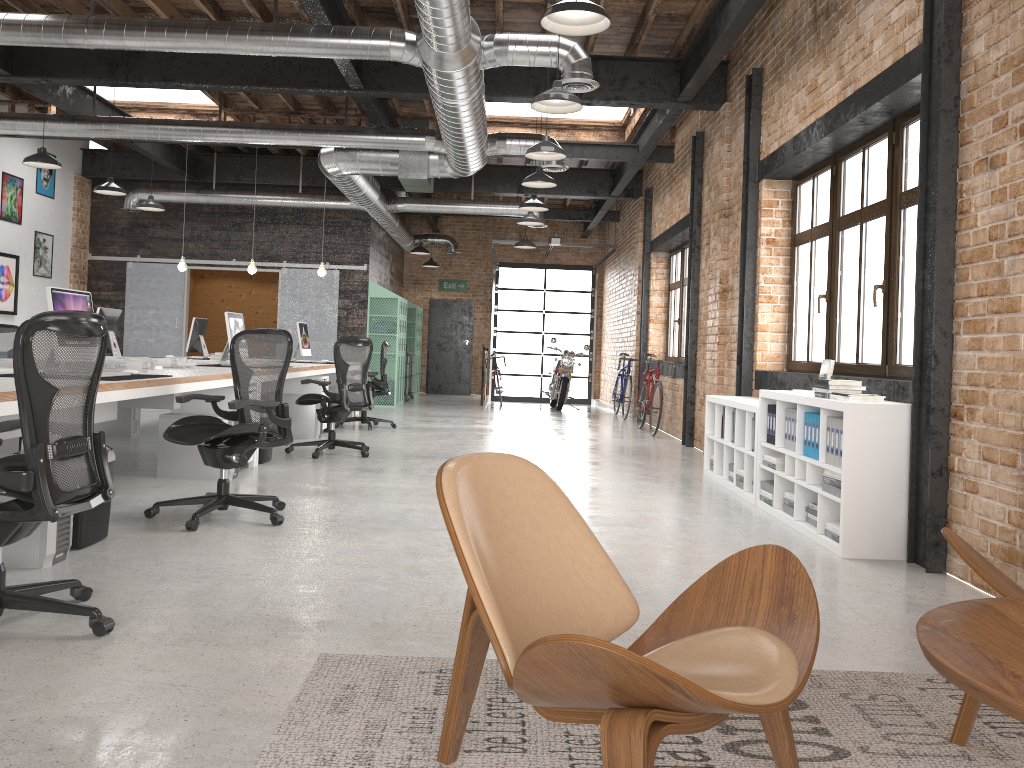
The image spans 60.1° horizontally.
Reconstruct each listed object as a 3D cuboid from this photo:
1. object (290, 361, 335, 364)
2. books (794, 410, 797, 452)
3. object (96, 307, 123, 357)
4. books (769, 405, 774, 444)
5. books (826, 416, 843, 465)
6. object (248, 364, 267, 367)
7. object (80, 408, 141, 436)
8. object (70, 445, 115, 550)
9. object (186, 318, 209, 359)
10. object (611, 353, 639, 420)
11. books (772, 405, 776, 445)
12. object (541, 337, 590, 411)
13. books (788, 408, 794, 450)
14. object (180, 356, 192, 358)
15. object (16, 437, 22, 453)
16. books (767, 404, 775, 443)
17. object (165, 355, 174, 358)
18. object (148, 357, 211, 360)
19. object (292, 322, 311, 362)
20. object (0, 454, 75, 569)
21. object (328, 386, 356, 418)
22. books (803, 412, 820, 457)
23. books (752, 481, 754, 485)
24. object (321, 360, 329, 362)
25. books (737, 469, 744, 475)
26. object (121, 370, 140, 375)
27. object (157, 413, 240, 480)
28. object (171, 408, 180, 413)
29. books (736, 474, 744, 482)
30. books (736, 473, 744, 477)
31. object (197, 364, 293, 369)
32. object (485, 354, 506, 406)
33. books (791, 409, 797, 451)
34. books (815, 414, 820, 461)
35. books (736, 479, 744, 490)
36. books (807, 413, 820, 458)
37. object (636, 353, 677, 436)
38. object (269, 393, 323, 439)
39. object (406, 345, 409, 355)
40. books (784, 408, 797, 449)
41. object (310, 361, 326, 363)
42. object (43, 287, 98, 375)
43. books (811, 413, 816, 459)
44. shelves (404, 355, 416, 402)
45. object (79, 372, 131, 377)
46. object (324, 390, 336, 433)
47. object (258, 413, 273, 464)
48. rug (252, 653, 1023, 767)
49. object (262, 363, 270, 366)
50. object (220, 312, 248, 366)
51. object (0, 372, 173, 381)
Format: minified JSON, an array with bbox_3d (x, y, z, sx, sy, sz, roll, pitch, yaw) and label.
[{"bbox_3d":[-2.482,-0.266,10.906,0.687,0.008,0.848,2,2,-2],"label":"object"},{"bbox_3d":[1.871,0.295,5.468,0.232,0.261,0.062,2,-1,-1],"label":"books"},{"bbox_3d":[-3.736,-0.458,8.200,0.189,0.485,0.484,2,1,-1],"label":"object"},{"bbox_3d":[1.859,0.276,5.959,0.232,0.261,0.062,2,-1,-1],"label":"books"},{"bbox_3d":[1.864,0.316,4.900,0.232,0.261,0.062,2,-1,-1],"label":"books"},{"bbox_3d":[-2.339,-0.170,8.103,0.118,0.017,0.439,2,2,-1],"label":"object"},{"bbox_3d":[-4.114,0.289,9.062,0.544,0.455,0.221,2,0,-1],"label":"object"},{"bbox_3d":[-2.099,0.534,4.274,0.250,0.466,0.338,2,0,-1],"label":"object"},{"bbox_3d":[-3.765,-0.550,10.668,0.189,0.485,0.484,2,1,-1],"label":"object"},{"bbox_3d":[1.781,0.018,14.261,0.401,1.040,1.738,2,1,-6],"label":"object"},{"bbox_3d":[1.859,0.279,5.894,0.232,0.261,0.062,2,-1,-1],"label":"books"},{"bbox_3d":[0.965,-0.185,16.700,0.813,1.360,2.178,2,1,-13],"label":"object"},{"bbox_3d":[1.869,0.290,5.597,0.232,0.261,0.062,2,-1,-1],"label":"books"},{"bbox_3d":[-3.996,-0.326,10.688,0.118,0.017,0.439,2,2,-1],"label":"object"},{"bbox_3d":[-4.234,0.343,7.319,0.250,0.466,0.338,2,0,-1],"label":"object"},{"bbox_3d":[1.858,0.274,6.022,0.232,0.261,0.062,2,-1,-1],"label":"books"},{"bbox_3d":[-3.999,-0.321,10.360,0.106,0.028,0.059,2,2,1],"label":"object"},{"bbox_3d":[-3.889,-0.309,10.668,0.687,0.008,0.848,2,2,-2],"label":"object"},{"bbox_3d":[-2.585,-0.515,10.897,0.189,0.485,0.484,2,1,-1],"label":"object"},{"bbox_3d":[-2.239,0.549,3.895,0.541,0.455,0.221,2,0,-1],"label":"object"},{"bbox_3d":[-2.329,0.260,11.611,0.541,0.455,0.221,2,0,-1],"label":"object"},{"bbox_3d":[1.860,0.302,5.264,0.232,0.261,0.062,2,-1,-1],"label":"books"},{"bbox_3d":[1.839,0.708,6.236,0.222,0.055,0.282,2,2,0],"label":"books"},{"bbox_3d":[-2.368,-0.292,11.198,0.106,0.028,0.059,2,2,-2],"label":"object"},{"bbox_3d":[1.797,0.649,6.529,0.214,0.052,0.252,2,2,-1],"label":"books"},{"bbox_3d":[-2.300,-0.072,5.337,0.106,0.028,0.059,2,2,-2],"label":"object"},{"bbox_3d":[-2.269,0.453,6.459,0.541,0.455,0.221,2,0,-1],"label":"object"},{"bbox_3d":[-4.143,0.196,11.547,0.544,0.455,0.221,2,0,-1],"label":"object"},{"bbox_3d":[1.793,0.693,6.540,0.207,0.067,0.275,2,2,-1],"label":"books"},{"bbox_3d":[1.797,0.667,6.533,0.219,0.039,0.260,2,2,-1],"label":"books"},{"bbox_3d":[-2.450,-0.162,8.139,0.687,0.008,0.848,2,2,-1],"label":"object"},{"bbox_3d":[-0.284,-0.085,17.580,0.410,1.033,1.734,2,1,6],"label":"object"},{"bbox_3d":[1.870,0.293,5.533,0.232,0.261,0.062,2,-1,-1],"label":"books"},{"bbox_3d":[1.862,0.309,5.071,0.232,0.261,0.062,2,-1,-1],"label":"books"},{"bbox_3d":[1.798,0.744,6.547,0.217,0.072,0.289,2,2,-1],"label":"books"},{"bbox_3d":[1.861,0.305,5.200,0.232,0.261,0.062,2,-1,-1],"label":"books"},{"bbox_3d":[1.811,0.114,11.678,0.401,1.040,1.738,2,1,-6],"label":"object"},{"bbox_3d":[-2.304,0.341,9.470,0.541,0.455,0.221,2,0,-1],"label":"object"},{"bbox_3d":[-2.089,-0.653,16.661,0.309,0.262,0.460,2,1,0],"label":"object"},{"bbox_3d":[1.868,0.288,5.661,0.232,0.261,0.062,2,-1,-1],"label":"books"},{"bbox_3d":[-2.371,-0.274,10.870,0.118,0.017,0.439,2,2,-1],"label":"object"},{"bbox_3d":[-2.517,-0.296,5.035,0.189,0.485,0.484,2,1,-1],"label":"object"},{"bbox_3d":[1.861,0.307,5.136,0.232,0.261,0.062,2,-1,-1],"label":"books"},{"bbox_3d":[-2.148,-0.125,16.674,0.567,0.856,0.985,2,1,-1],"label":"shelves"},{"bbox_3d":[-2.303,-0.054,5.009,0.118,0.017,0.439,2,2,-1],"label":"object"},{"bbox_3d":[-2.168,0.312,10.199,0.250,0.466,0.338,2,0,-1],"label":"object"},{"bbox_3d":[-2.136,0.417,7.409,0.250,0.466,0.338,2,0,-1],"label":"object"},{"bbox_3d":[0.761,0.979,1.384,2.729,0.004,2.997,2,2,-1],"label":"rug"},{"bbox_3d":[-2.336,-0.188,8.431,0.106,0.028,0.059,2,2,-2],"label":"object"},{"bbox_3d":[-2.553,-0.412,8.130,0.189,0.485,0.484,2,1,-1],"label":"object"},{"bbox_3d":[-2.414,-0.046,5.027,0.687,0.008,0.848,2,2,0],"label":"object"}]
